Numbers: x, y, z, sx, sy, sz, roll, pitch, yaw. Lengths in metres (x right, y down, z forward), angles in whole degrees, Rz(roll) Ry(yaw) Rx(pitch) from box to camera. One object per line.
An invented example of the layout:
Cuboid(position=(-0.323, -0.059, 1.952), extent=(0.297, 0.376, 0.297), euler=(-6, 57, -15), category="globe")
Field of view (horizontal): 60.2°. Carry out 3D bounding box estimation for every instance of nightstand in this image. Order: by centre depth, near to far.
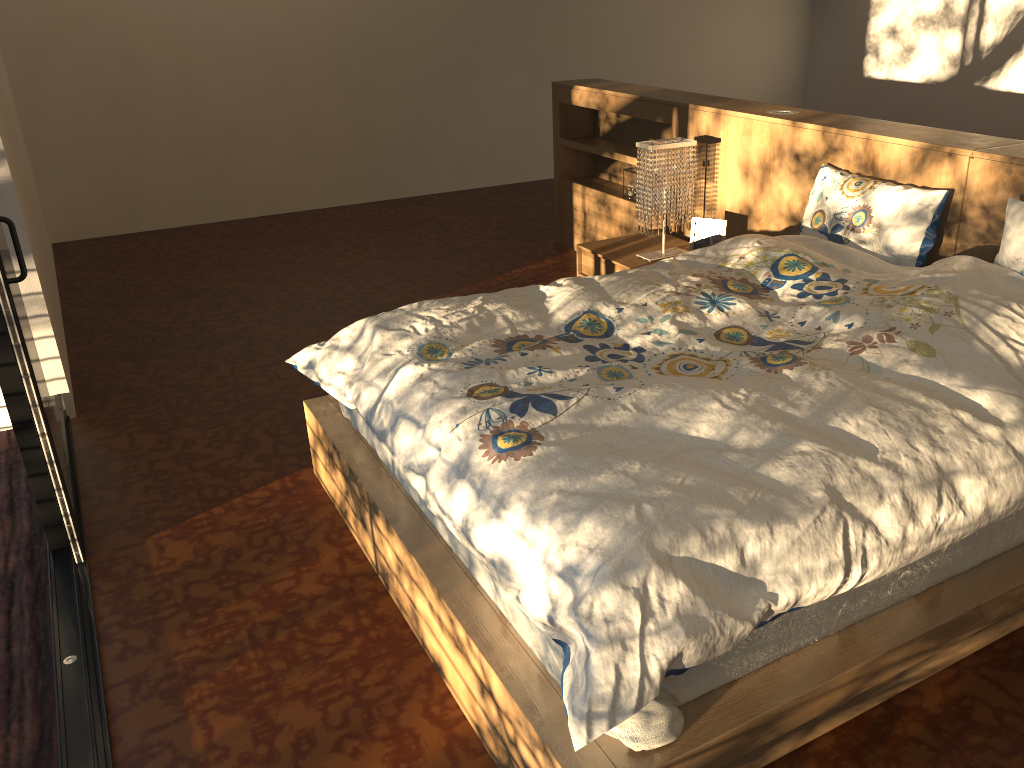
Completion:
Cuboid(position=(0.705, -0.435, 4.145), extent=(0.491, 0.345, 0.757), euler=(-13, 27, -25), category="nightstand")

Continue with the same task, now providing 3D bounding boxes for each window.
Cuboid(position=(2.067, -1.037, 2.811), extent=(7.037, 2.501, 10.076), euler=(-13, 27, -25), category="window")

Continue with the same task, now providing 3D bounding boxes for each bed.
Cuboid(position=(0.646, 0.071, 2.584), extent=(2.214, 0.708, 1.787), euler=(-13, 27, -25), category="bed")

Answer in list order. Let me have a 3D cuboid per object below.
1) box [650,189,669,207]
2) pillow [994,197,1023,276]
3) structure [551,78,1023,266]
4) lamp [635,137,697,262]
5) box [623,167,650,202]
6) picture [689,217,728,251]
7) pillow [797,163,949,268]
Cuboid(position=(0.818, -1.037, 4.709), extent=(0.119, 0.170, 0.122), euler=(-14, 27, -25), category="box")
Cuboid(position=(1.657, -0.290, 2.558), extent=(0.259, 0.437, 0.607), euler=(-12, 26, -21), category="pillow")
Cuboid(position=(1.685, -0.364, 3.192), extent=(0.317, 0.969, 5.663), euler=(-14, 27, -24), category="structure")
Cuboid(position=(0.687, -0.830, 3.972), extent=(0.254, 0.520, 0.121), euler=(-14, 26, -25), category="lamp")
Cuboid(position=(0.712, -1.106, 4.883), extent=(0.137, 0.155, 0.154), euler=(-14, 27, -25), category="box")
Cuboid(position=(0.880, -0.641, 3.933), extent=(0.153, 0.201, 0.118), euler=(10, 27, 25), category="picture")
Cuboid(position=(1.302, -0.565, 3.277), extent=(0.275, 0.403, 0.589), euler=(-13, 27, -23), category="pillow")
